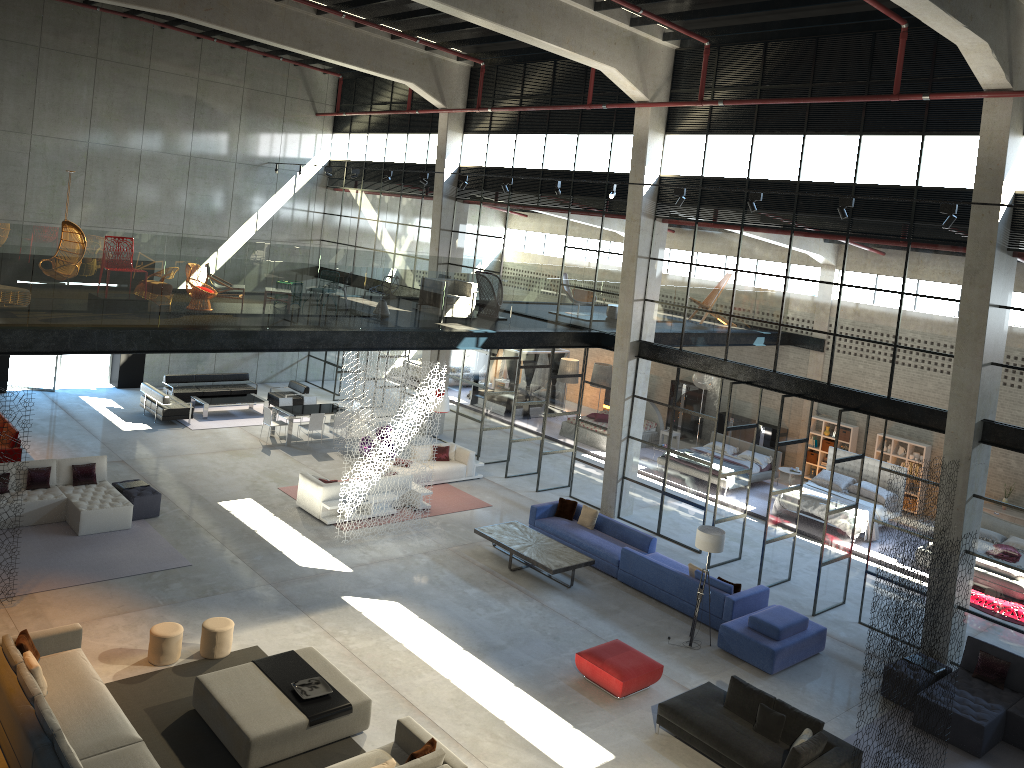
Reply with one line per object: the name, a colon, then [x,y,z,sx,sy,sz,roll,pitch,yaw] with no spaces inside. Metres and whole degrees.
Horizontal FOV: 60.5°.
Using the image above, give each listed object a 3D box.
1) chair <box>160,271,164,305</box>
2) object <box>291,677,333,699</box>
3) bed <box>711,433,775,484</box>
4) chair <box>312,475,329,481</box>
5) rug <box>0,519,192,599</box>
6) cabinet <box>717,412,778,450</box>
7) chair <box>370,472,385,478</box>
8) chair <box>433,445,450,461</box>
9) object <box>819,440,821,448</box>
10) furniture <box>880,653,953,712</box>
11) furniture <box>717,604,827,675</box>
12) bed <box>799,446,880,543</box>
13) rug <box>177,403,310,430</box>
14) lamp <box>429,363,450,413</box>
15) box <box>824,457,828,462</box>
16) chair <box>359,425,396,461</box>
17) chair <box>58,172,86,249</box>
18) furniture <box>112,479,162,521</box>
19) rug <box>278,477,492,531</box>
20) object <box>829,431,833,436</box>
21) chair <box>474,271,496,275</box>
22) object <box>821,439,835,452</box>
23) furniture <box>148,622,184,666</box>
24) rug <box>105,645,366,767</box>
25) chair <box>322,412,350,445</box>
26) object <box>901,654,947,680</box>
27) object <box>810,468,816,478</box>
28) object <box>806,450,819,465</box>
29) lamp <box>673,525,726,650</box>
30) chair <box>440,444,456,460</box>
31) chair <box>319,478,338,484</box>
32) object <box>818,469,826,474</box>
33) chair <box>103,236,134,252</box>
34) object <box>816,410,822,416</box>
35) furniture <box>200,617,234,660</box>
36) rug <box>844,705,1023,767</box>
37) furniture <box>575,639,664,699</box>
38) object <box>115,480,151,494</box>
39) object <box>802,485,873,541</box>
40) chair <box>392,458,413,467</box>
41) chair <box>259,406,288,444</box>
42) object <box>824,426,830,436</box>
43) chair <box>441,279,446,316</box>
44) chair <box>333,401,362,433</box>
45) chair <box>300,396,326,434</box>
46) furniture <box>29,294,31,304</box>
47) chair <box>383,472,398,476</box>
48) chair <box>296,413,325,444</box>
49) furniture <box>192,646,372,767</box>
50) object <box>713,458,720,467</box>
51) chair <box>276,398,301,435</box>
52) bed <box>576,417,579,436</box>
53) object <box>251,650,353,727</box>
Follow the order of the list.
chair: [-6.354,-1.782,15.647,0.746,0.704,0.521,9,6,20]
object: [-2.295,3.496,10.062,0.385,0.035,0.392,-2,13,-38]
bed: [5.340,1.999,22.554,2.390,0.862,2.293,-2,13,-42]
chair: [-3.710,1.931,17.239,0.394,0.270,0.319,10,8,23]
rug: [-7.312,2.673,13.754,3.621,0.020,2.690,-3,14,-42]
cabinet: [6.823,1.628,25.221,0.448,1.150,2.115,4,8,-42]
chair: [-2.779,1.940,17.692,0.272,0.316,0.393,11,8,34]
chair: [-1.634,1.605,20.240,0.409,0.333,0.260,6,5,-9]
object: [8.308,1.625,23.595,0.081,0.227,0.082,6,3,-11]
furniture: [5.735,4.207,12.431,0.956,0.452,0.517,0,9,-37]
furniture: [3.976,3.750,13.332,1.533,0.550,0.964,-2,12,-42]
bed: [7.454,2.457,19.961,2.311,1.406,2.253,-1,11,-43]
rug: [-7.446,0.825,23.722,3.383,0.025,2.449,-3,14,-42]
lamp: [-1.492,0.025,18.778,0.437,1.093,0.445,4,4,-34]
box: [8.466,2.038,23.415,0.131,0.108,0.217,0,11,-42]
chair: [-3.224,1.404,21.194,0.794,0.743,0.666,1,8,-42]
chair: [-7.235,-2.558,14.207,0.642,1.765,0.598,8,3,22]
furniture: [-6.848,2.092,15.960,0.974,0.452,0.508,15,10,42]
rug: [-2.627,2.372,18.365,3.621,0.020,2.690,-3,14,-42]
object: [8.539,1.321,23.424,0.185,0.131,0.187,8,8,11]
chair: [-0.561,-2.041,19.964,0.691,0.980,0.831,8,6,18]
object: [8.482,1.652,23.358,0.323,0.295,0.328,1,9,-42]
furniture: [-4.397,3.292,11.134,0.399,0.397,0.407,3,7,-28]
rug: [-3.190,3.936,9.495,2.641,0.020,3.687,-3,14,-41]
chair: [-4.409,1.062,21.976,0.418,0.865,0.553,3,6,-42]
object: [5.868,4.024,12.509,0.299,0.099,0.527,-1,12,-37]
object: [8.114,2.413,23.661,0.139,0.234,0.140,6,4,-6]
object: [8.169,1.975,23.672,0.323,0.295,0.328,1,9,-42]
lamp: [2.828,3.075,13.211,0.666,1.732,0.434,3,4,-45]
chair: [-1.498,1.591,20.393,0.379,0.335,0.257,6,5,-8]
chair: [-3.546,1.981,17.022,0.402,0.333,0.285,7,6,3]
object: [8.382,2.465,23.394,0.323,0.295,0.328,1,9,-42]
chair: [-6.560,-1.966,14.774,0.643,0.974,0.670,2,6,-42]
object: [8.334,0.806,23.807,0.053,0.150,0.237,4,8,-44]
furniture: [-3.843,3.303,11.425,0.405,0.397,0.401,11,8,37]
rug: [5.887,4.866,10.192,2.641,0.020,3.687,-3,14,-41]
furniture: [1.445,3.847,11.869,0.853,0.373,0.868,-1,12,-42]
object: [-6.928,1.882,16.050,0.305,0.099,0.517,15,13,42]
object: [7.065,2.810,19.646,0.650,0.653,2.318,2,11,-39]
chair: [-2.420,1.734,19.441,0.415,0.107,0.412,7,10,4]
chair: [-5.806,0.989,21.486,0.543,0.865,0.426,3,6,-42]
object: [8.395,1.257,23.362,0.156,0.246,0.154,10,6,39]
chair: [-1.351,-1.745,18.278,0.980,0.827,0.817,0,9,-42]
chair: [-4.288,0.915,22.851,0.543,0.865,0.426,3,6,-42]
chair: [-5.165,0.817,22.828,0.418,0.865,0.553,3,6,-42]
furniture: [-8.664,-1.510,13.330,2.478,0.469,0.931,3,9,-20]
chair: [-2.531,1.937,17.866,0.394,0.320,0.272,1,8,-40]
chair: [-4.929,1.087,21.509,0.418,0.865,0.553,3,6,-42]
furniture: [-2.651,3.684,10.112,1.533,0.395,1.472,-2,13,-42]
object: [4.898,2.015,22.140,0.716,0.245,2.145,-2,13,-41]
chair: [-5.685,0.842,22.361,0.418,0.865,0.553,3,6,-42]
bed: [2.910,0.999,25.334,2.334,1.270,2.062,-1,11,-42]
object: [-2.475,3.512,10.247,0.534,0.086,1.497,-2,14,-41]
